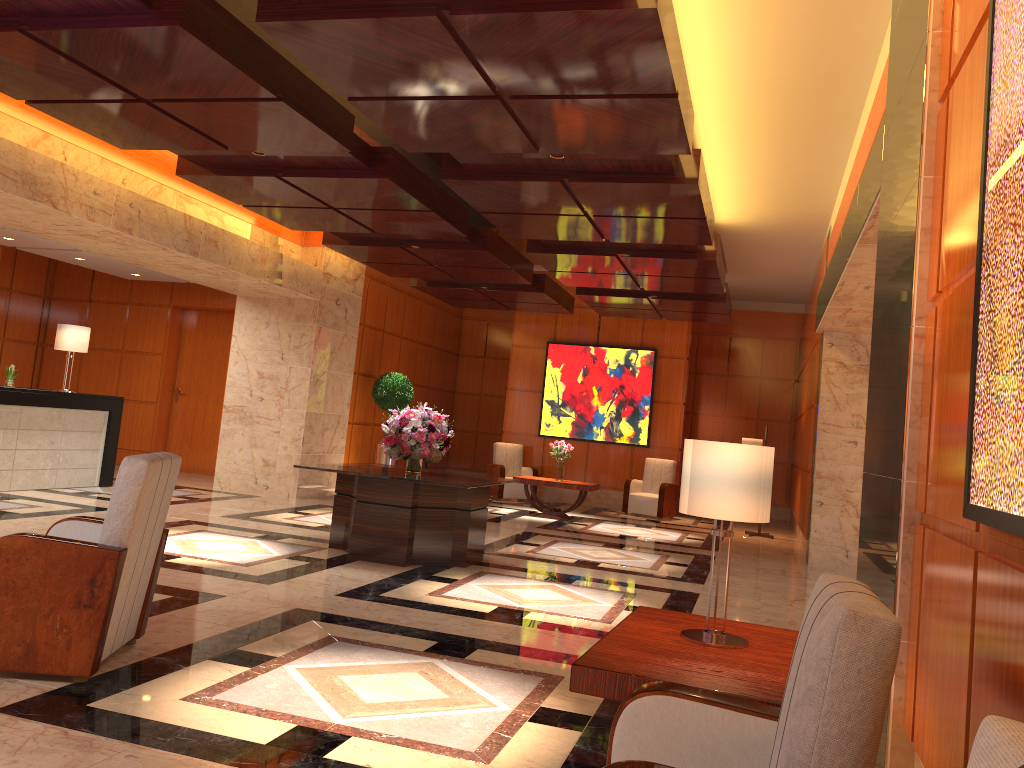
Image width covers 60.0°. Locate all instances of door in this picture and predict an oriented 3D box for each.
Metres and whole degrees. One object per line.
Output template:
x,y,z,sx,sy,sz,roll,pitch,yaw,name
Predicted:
-5.038,0.111,14.389,1.287,2.706,0.339,4,-5,16,door

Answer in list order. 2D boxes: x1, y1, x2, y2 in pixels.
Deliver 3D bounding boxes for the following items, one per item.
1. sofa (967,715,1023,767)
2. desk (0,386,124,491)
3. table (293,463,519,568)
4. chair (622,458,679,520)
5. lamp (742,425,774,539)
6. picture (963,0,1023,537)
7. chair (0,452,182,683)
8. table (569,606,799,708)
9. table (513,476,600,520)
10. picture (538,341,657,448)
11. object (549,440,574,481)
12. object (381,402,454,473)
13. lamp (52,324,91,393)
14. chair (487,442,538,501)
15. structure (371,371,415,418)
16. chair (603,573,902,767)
0.160,0.818,0.449,0.613,0.935,1.792,4,-4,16,sofa
-5.880,0.593,10.078,0.942,1.145,2.915,4,-3,16,desk
-0.944,1.191,8.161,1.601,0.747,1.594,5,-3,16,table
2.333,1.721,14.750,0.738,0.964,0.626,3,-5,35,chair
3.664,1.433,13.230,0.527,1.666,0.358,5,-5,6,lamp
1.006,-0.444,1.414,0.056,1.457,1.989,4,-4,16,picture
-1.968,0.775,4.087,0.628,0.964,0.736,6,-4,-5,chair
0.685,1.212,3.172,0.725,0.536,1.163,4,-3,19,table
0.641,1.696,13.110,1.168,0.536,0.722,5,-4,16,table
1.517,0.170,15.822,1.998,1.742,0.056,5,-5,16,picture
0.718,1.136,13.185,0.351,0.598,0.325,2,-6,36,object
-0.879,0.490,8.204,0.650,0.660,0.678,5,-4,7,object
-5.481,-0.312,10.981,0.373,0.823,0.371,2,-6,41,lamp
-0.001,1.525,15.421,0.736,0.964,0.628,8,-5,-25,chair
-1.982,0.641,14.348,0.721,1.718,0.720,6,-5,-6,structure
0.486,0.915,2.028,0.629,0.964,0.735,4,-4,15,chair
